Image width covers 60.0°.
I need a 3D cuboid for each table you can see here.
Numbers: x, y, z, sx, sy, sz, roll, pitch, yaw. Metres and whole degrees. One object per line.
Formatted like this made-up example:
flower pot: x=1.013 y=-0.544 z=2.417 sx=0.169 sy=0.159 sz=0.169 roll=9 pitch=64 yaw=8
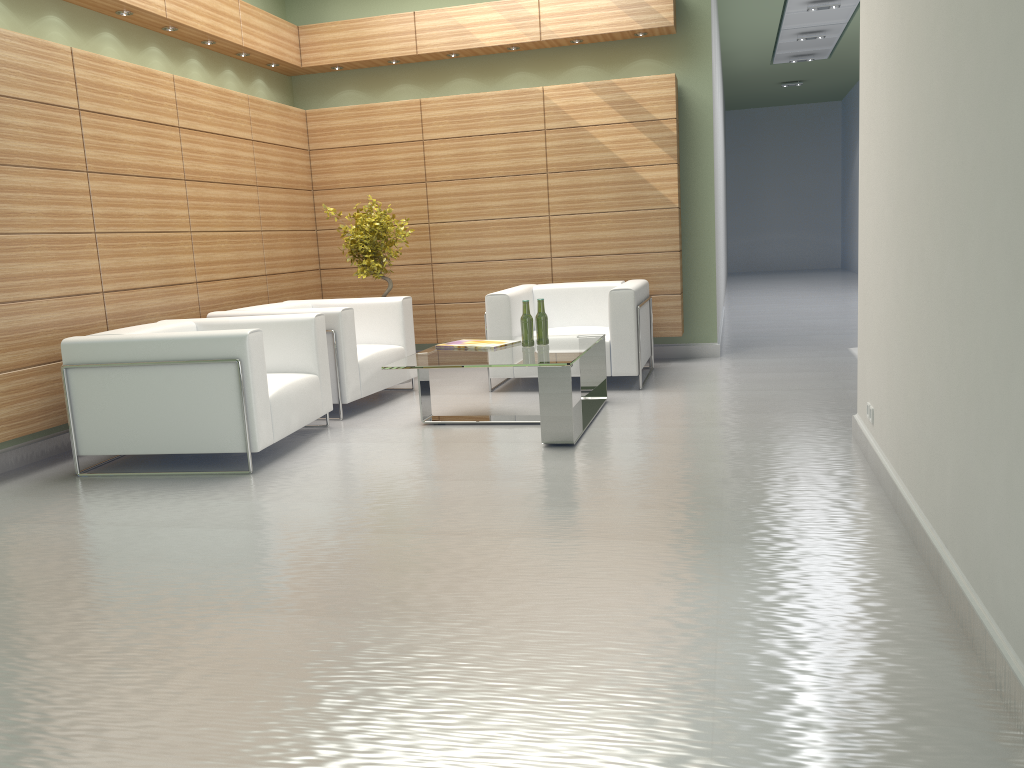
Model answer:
table: x=-0.067 y=0.008 z=9.081 sx=1.783 sy=0.742 sz=2.197 roll=-1 pitch=10 yaw=14

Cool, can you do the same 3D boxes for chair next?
chair: x=0.786 y=-0.650 z=11.436 sx=1.894 sy=1.234 sz=1.802 roll=-1 pitch=10 yaw=14
chair: x=-2.899 y=0.035 z=8.540 sx=1.802 sy=1.234 sz=1.894 roll=-2 pitch=9 yaw=9
chair: x=-2.326 y=-0.361 z=10.758 sx=1.769 sy=1.234 sz=1.894 roll=0 pitch=10 yaw=19

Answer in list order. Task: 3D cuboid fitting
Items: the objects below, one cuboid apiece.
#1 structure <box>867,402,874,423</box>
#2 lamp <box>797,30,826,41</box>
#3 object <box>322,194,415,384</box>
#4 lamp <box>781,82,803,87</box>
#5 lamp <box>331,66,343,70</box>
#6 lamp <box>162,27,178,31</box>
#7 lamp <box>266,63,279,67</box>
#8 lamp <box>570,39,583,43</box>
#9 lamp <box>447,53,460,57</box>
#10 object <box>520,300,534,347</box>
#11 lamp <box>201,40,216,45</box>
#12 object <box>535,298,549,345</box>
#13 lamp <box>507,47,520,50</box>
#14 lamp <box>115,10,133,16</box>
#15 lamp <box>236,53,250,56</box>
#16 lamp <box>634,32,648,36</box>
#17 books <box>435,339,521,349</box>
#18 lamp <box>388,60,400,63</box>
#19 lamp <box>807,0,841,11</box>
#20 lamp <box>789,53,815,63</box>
structure: x=2.788 y=0.222 z=6.902 sx=0.017 sy=0.118 sz=0.262 roll=-1 pitch=10 yaw=14
lamp: x=7.265 y=-8.460 z=21.538 sx=0.657 sy=0.159 sz=0.286 roll=-1 pitch=10 yaw=14
object: x=-1.932 y=-1.305 z=12.201 sx=1.201 sy=2.565 sz=1.116 roll=-6 pitch=10 yaw=-17
lamp: x=9.062 y=-9.740 z=28.718 sx=0.657 sy=0.159 sz=0.286 roll=-1 pitch=10 yaw=14
lamp: x=-2.598 y=-4.720 z=13.170 sx=0.181 sy=0.074 sz=0.181 roll=-2 pitch=9 yaw=9
lamp: x=-4.007 y=-4.183 z=10.382 sx=0.181 sy=0.074 sz=0.181 roll=-4 pitch=9 yaw=-2
lamp: x=-3.426 y=-4.596 z=12.702 sx=0.181 sy=0.074 sz=0.181 roll=-4 pitch=9 yaw=-2
lamp: x=0.894 y=-4.774 z=12.287 sx=0.181 sy=0.074 sz=0.181 roll=-8 pitch=10 yaw=-25
lamp: x=-0.845 y=-4.747 z=12.727 sx=0.181 sy=0.074 sz=0.181 roll=-8 pitch=10 yaw=-25
object: x=0.152 y=-0.619 z=9.050 sx=0.131 sy=0.475 sz=0.131 roll=-7 pitch=10 yaw=-21
lamp: x=-3.816 y=-4.319 z=11.145 sx=0.181 sy=0.074 sz=0.181 roll=-4 pitch=9 yaw=-2
object: x=0.306 y=-0.641 z=9.134 sx=0.131 sy=0.475 sz=0.131 roll=-7 pitch=10 yaw=-21
lamp: x=0.018 y=-4.761 z=12.508 sx=0.181 sy=0.074 sz=0.181 roll=-2 pitch=9 yaw=9
lamp: x=-4.202 y=-4.044 z=9.604 sx=0.181 sy=0.074 sz=0.181 roll=-6 pitch=10 yaw=-14
lamp: x=-3.619 y=-4.458 z=11.929 sx=0.181 sy=0.074 sz=0.181 roll=-6 pitch=10 yaw=-14
lamp: x=1.752 y=-4.787 z=12.069 sx=0.181 sy=0.074 sz=0.181 roll=-2 pitch=9 yaw=9
books: x=-0.360 y=-0.426 z=9.444 sx=0.762 sy=0.025 sz=0.508 roll=3 pitch=11 yaw=34
lamp: x=-1.727 y=-4.734 z=12.950 sx=0.181 sy=0.074 sz=0.181 roll=-2 pitch=9 yaw=9
lamp: x=6.515 y=-7.926 z=18.543 sx=0.657 sy=0.159 sz=0.286 roll=-1 pitch=10 yaw=14
lamp: x=7.994 y=-8.979 z=24.451 sx=0.657 sy=0.159 sz=0.286 roll=-1 pitch=10 yaw=14
